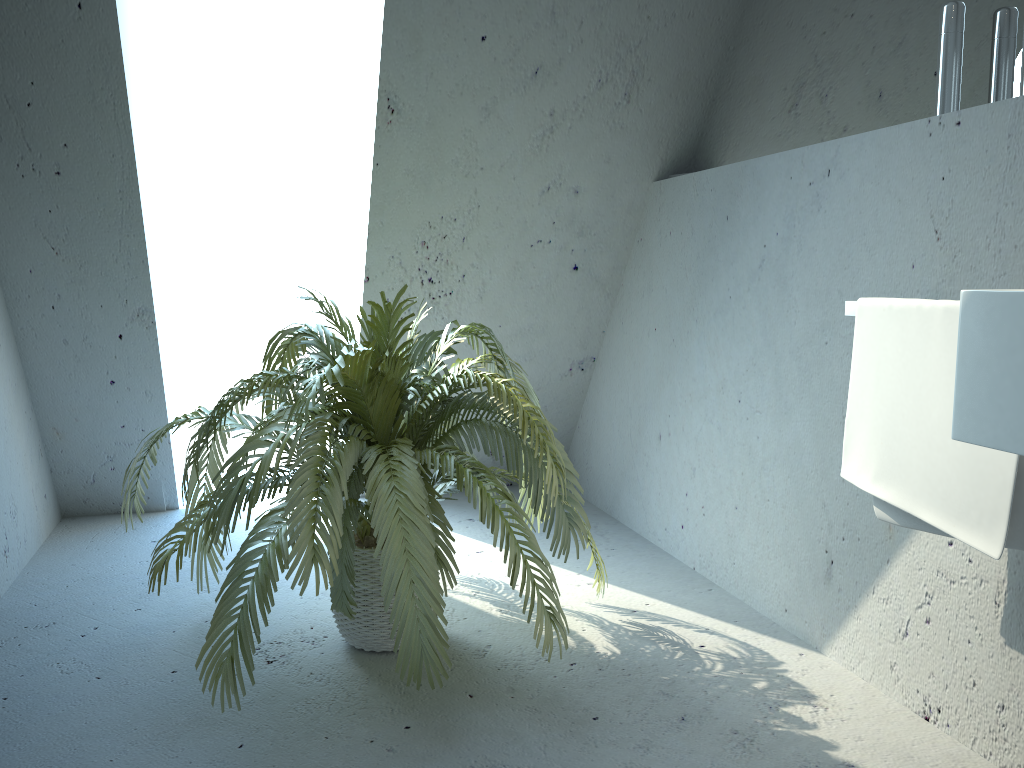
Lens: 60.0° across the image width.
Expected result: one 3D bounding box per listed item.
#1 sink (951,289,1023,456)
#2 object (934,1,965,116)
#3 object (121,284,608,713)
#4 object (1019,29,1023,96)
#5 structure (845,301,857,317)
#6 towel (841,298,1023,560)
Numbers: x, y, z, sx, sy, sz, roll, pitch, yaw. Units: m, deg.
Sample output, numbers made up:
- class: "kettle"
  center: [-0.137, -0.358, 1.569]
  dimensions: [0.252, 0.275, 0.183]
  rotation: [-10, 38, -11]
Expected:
- class: "sink"
  center: [0.918, 0.033, 0.890]
  dimensions: [0.429, 0.526, 0.800]
  rotation: [-2, 7, -17]
- class: "object"
  center: [0.878, -0.647, 1.779]
  dimensions: [0.045, 0.225, 0.045]
  rotation: [-4, 8, -32]
- class: "object"
  center: [-0.327, 0.202, 2.169]
  dimensions: [1.112, 0.893, 1.132]
  rotation: [-6, 9, -39]
- class: "object"
  center: [0.939, -0.590, 1.581]
  dimensions: [0.052, 0.160, 0.052]
  rotation: [-4, 8, -32]
- class: "structure"
  center: [0.814, -0.123, 1.525]
  dimensions: [0.206, 0.030, 0.480]
  rotation: [-2, 7, -17]
- class: "towel"
  center: [0.727, 0.070, 1.522]
  dimensions: [0.063, 0.429, 0.455]
  rotation: [-2, 7, -16]
